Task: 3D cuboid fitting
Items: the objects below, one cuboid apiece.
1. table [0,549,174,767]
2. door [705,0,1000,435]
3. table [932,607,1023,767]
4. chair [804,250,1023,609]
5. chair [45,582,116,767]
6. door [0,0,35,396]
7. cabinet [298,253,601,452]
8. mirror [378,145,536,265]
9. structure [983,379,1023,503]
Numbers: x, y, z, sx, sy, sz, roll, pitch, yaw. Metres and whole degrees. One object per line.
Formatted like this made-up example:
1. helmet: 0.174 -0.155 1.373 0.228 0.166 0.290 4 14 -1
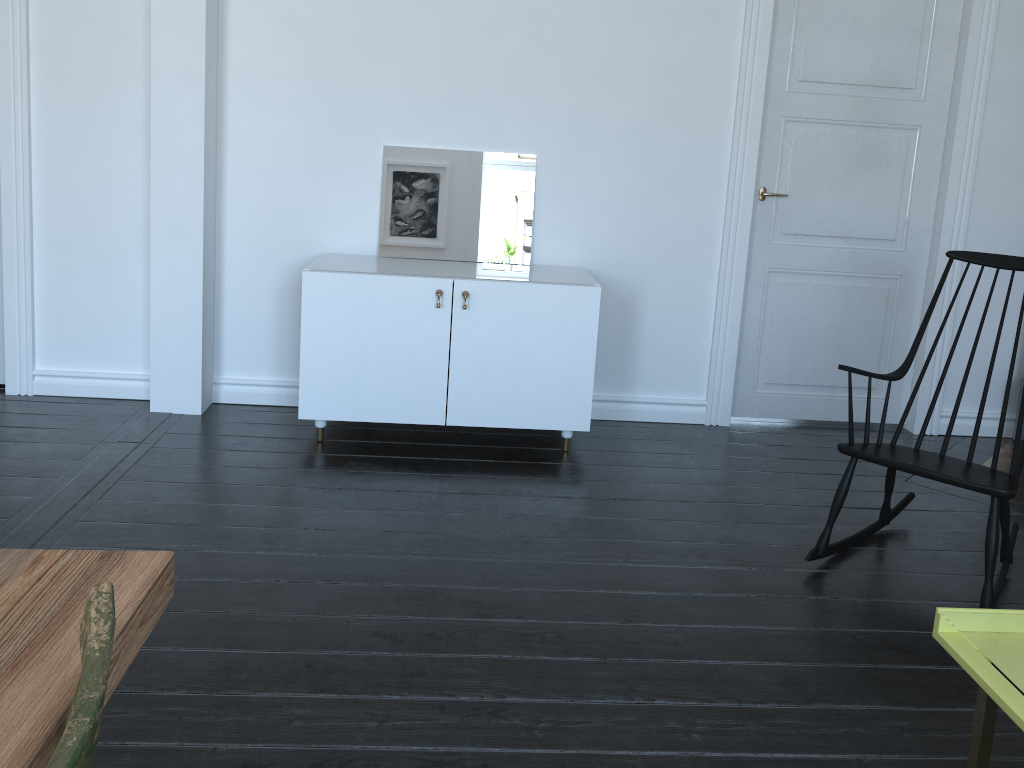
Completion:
1. table: -0.913 0.848 0.099 1.017 0.701 2.281 3 15 -4
2. door: 1.592 -0.986 4.168 1.169 2.429 0.118 3 9 -4
3. table: 1.197 0.856 1.167 0.600 0.391 1.435 3 15 -4
4. chair: 1.452 0.097 2.892 0.620 0.986 0.913 13 15 40
5. chair: -0.592 0.653 0.694 0.485 0.811 0.477 3 11 -5
6. door: -2.644 -1.183 3.879 1.041 2.429 0.118 3 9 -4
7. cabinet: -0.273 -0.138 3.842 1.200 0.722 0.603 3 11 -4
8. mirror: -0.250 -0.816 4.028 0.695 0.493 0.055 3 9 -4
9. structure: 2.663 -0.992 3.665 0.787 2.836 1.279 12 13 40
